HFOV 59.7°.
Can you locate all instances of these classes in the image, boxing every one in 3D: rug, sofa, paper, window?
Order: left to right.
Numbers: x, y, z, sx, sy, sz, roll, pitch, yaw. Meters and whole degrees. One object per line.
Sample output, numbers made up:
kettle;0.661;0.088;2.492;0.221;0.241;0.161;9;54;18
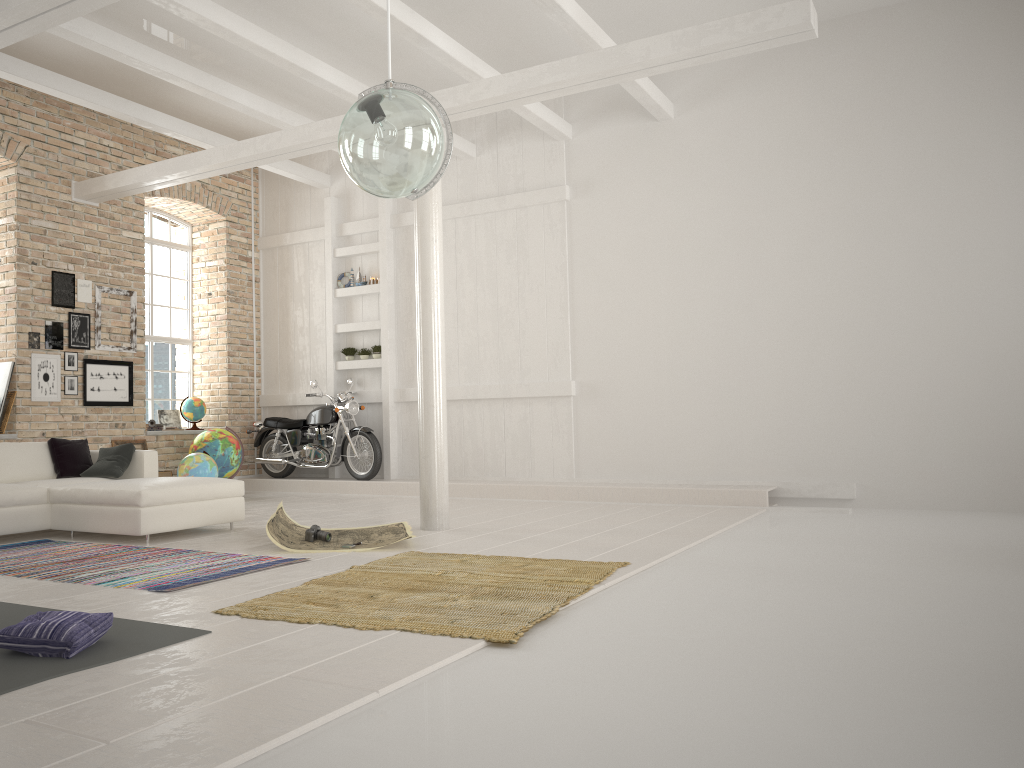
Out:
rug;-2.796;1.081;3.852;2.875;0.042;1.355;-2;-3;29
sofa;-3.944;0.859;6.817;2.303;0.842;3.085;-3;-3;28
rug;-2.753;1.173;5.890;2.839;0.008;1.327;-2;-3;29
paper;-1.272;1.047;6.774;1.049;0.265;1.484;-1;-3;-8
rug;-0.357;1.067;4.760;1.616;0.021;2.088;-2;-3;22
window;0.350;-1.100;8.798;12.136;2.989;1.345;-3;-3;31

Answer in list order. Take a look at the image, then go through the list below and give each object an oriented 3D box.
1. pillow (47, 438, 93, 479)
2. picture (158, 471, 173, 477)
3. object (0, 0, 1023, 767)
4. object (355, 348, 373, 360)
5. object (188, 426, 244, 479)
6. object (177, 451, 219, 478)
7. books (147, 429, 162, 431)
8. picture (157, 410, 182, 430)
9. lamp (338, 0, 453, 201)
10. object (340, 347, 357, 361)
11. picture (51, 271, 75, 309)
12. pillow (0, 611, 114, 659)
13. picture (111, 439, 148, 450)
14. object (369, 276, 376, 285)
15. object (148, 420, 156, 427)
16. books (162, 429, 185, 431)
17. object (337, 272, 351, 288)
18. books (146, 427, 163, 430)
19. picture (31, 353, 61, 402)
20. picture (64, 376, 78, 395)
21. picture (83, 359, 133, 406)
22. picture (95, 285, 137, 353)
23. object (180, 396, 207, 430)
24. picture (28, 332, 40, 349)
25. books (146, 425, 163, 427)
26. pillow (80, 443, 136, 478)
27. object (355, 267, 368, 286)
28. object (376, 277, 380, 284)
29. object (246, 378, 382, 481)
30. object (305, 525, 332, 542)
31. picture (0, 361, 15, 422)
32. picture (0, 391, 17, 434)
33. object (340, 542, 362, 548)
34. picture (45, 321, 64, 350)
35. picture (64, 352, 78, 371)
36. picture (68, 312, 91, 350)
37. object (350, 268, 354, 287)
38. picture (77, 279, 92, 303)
pillow;-4.060;0.688;8.237;0.257;0.390;0.401;-3;-3;29
picture;-4.270;1.251;10.992;0.101;0.351;0.252;-3;-3;28
object;-1.231;-1.244;5.783;12.577;4.800;9.531;-3;-3;29
object;-1.919;-0.392;11.610;0.234;0.158;0.220;-2;-3;21
object;-3.662;0.985;11.015;0.665;0.924;0.645;-2;-3;4
object;-3.446;1.051;9.779;0.429;0.631;0.466;0;-3;-21
books;-4.545;0.584;11.189;0.215;0.025;0.240;-3;-3;29
picture;-4.606;0.492;11.998;0.072;0.292;0.369;-3;-3;27
lamp;-0.579;-1.647;4.199;0.536;1.599;0.468;-4;-4;43
object;-2.139;-0.394;11.718;0.230;0.180;0.253;-1;-3;-1
picture;-4.977;-1.043;9.892;0.019;0.394;0.278;-3;-3;27
pillow;-1.803;0.992;3.510;0.360;0.164;0.348;-1;-3;5
picture;-4.442;1.031;10.495;0.236;0.748;0.476;-3;-3;28
object;-1.812;-1.339;11.598;0.099;0.120;0.115;1;-4;-43
object;-4.540;0.495;11.236;0.090;0.090;0.498;0;-3;-22
books;-4.280;0.582;11.259;0.187;0.022;0.214;-3;-3;29
object;-2.220;-1.377;11.861;0.245;0.229;0.067;-2;-3;22
books;-4.549;0.558;11.192;0.215;0.029;0.240;-2;-3;28
picture;-5.045;-0.067;9.658;0.014;0.514;0.344;-3;-3;27
picture;-4.909;0.017;9.927;0.012;0.213;0.166;-3;-3;27
picture;-4.685;-0.010;10.351;0.033;0.535;0.672;-3;-3;27
picture;-4.656;-0.753;10.483;0.027;0.749;0.568;-3;-3;27
object;-4.243;0.392;11.897;0.351;0.465;0.308;-3;-3;34
picture;-5.122;-0.467;9.557;0.009;0.179;0.125;-3;-3;33
books;-4.547;0.533;11.203;0.214;0.026;0.244;-2;-3;24
pillow;-3.651;0.691;8.069;0.435;0.305;0.326;-2;-3;20
object;-1.971;-1.407;11.652;0.250;0.261;0.059;-4;-4;43
object;-1.708;-1.328;11.534;0.103;0.088;0.110;0;-3;-20
object;-2.570;0.584;11.597;2.288;1.329;0.770;-2;-3;26
object;-1.438;1.114;6.647;0.179;0.124;0.140;-3;-3;29
picture;-5.526;0.154;9.415;0.624;0.764;0.230;-3;-3;30
picture;-5.366;0.306;9.348;0.384;0.460;0.163;-3;-3;29
object;-1.124;1.144;6.340;0.102;0.019;0.215;-2;-3;23
picture;-5.015;-0.531;9.770;0.015;0.306;0.216;-3;-3;27
picture;-4.916;-0.251;9.941;0.012;0.213;0.166;-3;-3;27
picture;-4.871;-0.596;10.045;0.011;0.409;0.275;-3;-3;27
object;-2.110;-1.402;11.769;0.065;0.267;0.070;-1;-3;-17
picture;-4.859;-1.055;10.135;0.013;0.259;0.183;-3;-3;27
